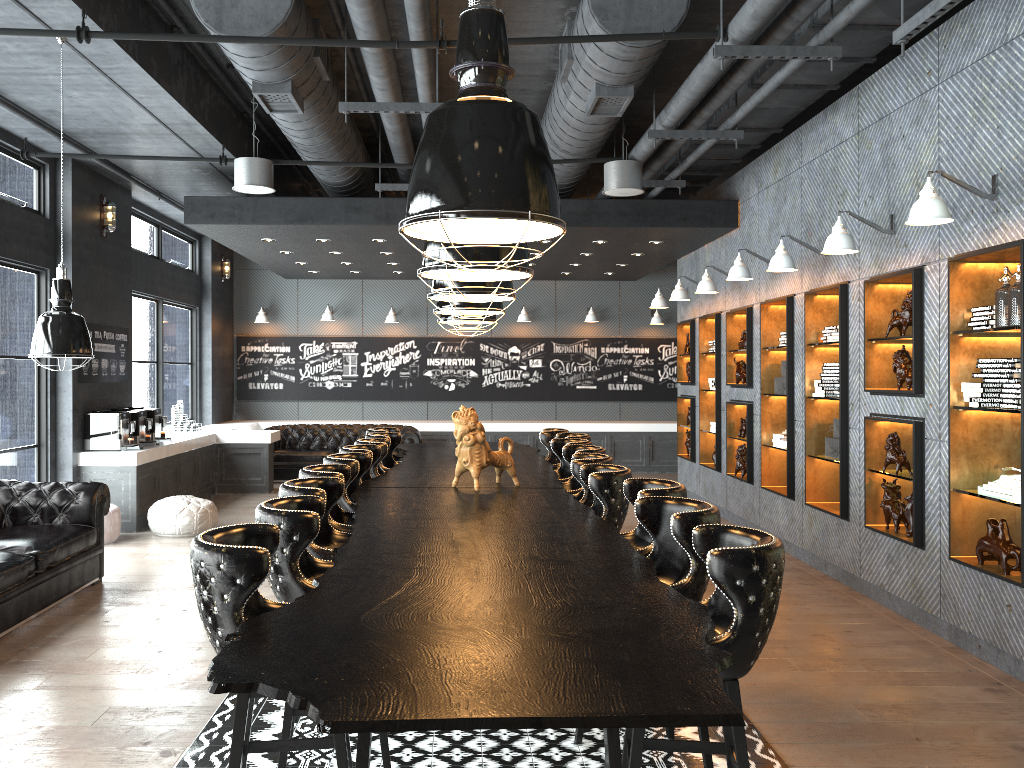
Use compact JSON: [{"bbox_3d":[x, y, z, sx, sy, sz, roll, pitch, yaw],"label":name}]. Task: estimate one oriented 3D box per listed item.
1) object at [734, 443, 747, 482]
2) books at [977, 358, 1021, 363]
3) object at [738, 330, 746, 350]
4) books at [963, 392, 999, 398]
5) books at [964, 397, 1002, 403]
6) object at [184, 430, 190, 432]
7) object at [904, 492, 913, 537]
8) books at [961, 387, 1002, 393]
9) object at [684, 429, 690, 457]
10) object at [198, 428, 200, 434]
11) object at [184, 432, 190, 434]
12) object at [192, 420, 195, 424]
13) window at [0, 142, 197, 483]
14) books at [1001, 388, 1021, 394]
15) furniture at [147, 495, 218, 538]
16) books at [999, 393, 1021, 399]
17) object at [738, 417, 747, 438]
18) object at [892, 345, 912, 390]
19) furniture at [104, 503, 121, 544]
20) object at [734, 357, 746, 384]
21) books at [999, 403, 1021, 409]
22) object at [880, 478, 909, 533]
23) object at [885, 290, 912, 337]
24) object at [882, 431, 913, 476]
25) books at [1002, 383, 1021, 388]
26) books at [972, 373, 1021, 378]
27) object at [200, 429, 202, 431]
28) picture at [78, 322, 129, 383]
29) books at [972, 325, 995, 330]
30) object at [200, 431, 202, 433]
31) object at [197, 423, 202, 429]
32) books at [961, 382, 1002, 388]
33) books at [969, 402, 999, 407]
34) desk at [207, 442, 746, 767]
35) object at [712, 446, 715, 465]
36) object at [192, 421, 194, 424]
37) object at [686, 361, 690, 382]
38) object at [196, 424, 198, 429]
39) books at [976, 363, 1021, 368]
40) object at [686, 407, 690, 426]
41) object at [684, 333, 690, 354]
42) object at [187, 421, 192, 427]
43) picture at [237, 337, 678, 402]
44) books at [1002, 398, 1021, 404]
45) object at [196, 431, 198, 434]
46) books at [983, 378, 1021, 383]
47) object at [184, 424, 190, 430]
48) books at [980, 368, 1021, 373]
[{"bbox_3d":[2.822,0.832,9.495,0.176,0.388,0.339,0,0,6],"label":"object"},{"bbox_3d":[3.032,-0.141,5.173,0.197,0.028,0.241,0,1,-31],"label":"books"},{"bbox_3d":[2.853,-0.467,9.491,0.139,0.222,0.277,0,0,-2],"label":"object"},{"bbox_3d":[3.006,0.055,5.281,0.245,0.028,0.193,0,1,-1],"label":"books"},{"bbox_3d":[2.973,0.084,5.250,0.242,0.028,0.196,0,1,19],"label":"books"},{"bbox_3d":[-3.864,0.651,11.645,0.073,0.073,0.074,0,0,17],"label":"object"},{"bbox_3d":[2.966,0.843,6.052,0.195,0.358,0.118,0,0,27],"label":"object"},{"bbox_3d":[2.997,0.027,5.281,0.247,0.028,0.192,0,1,-8],"label":"books"},{"bbox_3d":[2.811,0.786,11.692,0.171,0.362,0.267,0,0,-9],"label":"object"},{"bbox_3d":[-3.783,0.684,11.812,0.073,0.073,0.074,0,0,17],"label":"object"},{"bbox_3d":[-3.864,0.686,11.645,0.073,0.073,0.074,0,0,17],"label":"object"},{"bbox_3d":[-3.869,0.588,11.890,0.072,0.073,0.075,0,0,29],"label":"object"},{"bbox_3d":[-4.245,-0.229,3.320,0.120,3.729,20.763,0,1,-1],"label":"window"},{"bbox_3d":[3.051,0.029,4.999,0.193,0.028,0.246,0,1,4],"label":"books"},{"bbox_3d":[-3.031,1.388,8.984,0.680,0.383,0.678,0,0,-2],"label":"furniture"},{"bbox_3d":[3.041,0.058,4.997,0.193,0.028,0.245,0,1,0],"label":"books"},{"bbox_3d":[2.855,0.427,9.558,0.144,0.306,0.316,0,0,-6],"label":"object"},{"bbox_3d":[2.934,-0.103,6.132,0.158,0.338,0.242,0,0,3],"label":"object"},{"bbox_3d":[-3.795,1.406,8.450,0.618,0.420,0.606,0,0,-8],"label":"furniture"},{"bbox_3d":[2.836,-0.130,9.530,0.153,0.309,0.325,0,0,3],"label":"object"},{"bbox_3d":[3.031,0.114,4.977,0.194,0.028,0.245,0,1,-1],"label":"books"},{"bbox_3d":[2.929,0.844,6.309,0.169,0.359,0.265,0,0,-9],"label":"object"},{"bbox_3d":[2.939,-0.489,6.187,0.152,0.325,0.291,0,0,-4],"label":"object"},{"bbox_3d":[2.877,0.471,6.187,0.134,0.294,0.257,0,0,6],"label":"object"},{"bbox_3d":[3.051,0.001,4.978,0.194,0.028,0.245,0,1,-3],"label":"books"},{"bbox_3d":[2.990,-0.056,5.149,0.196,0.028,0.241,0,1,-26],"label":"books"},{"bbox_3d":[-3.785,0.649,11.895,0.072,0.073,0.075,0,0,29],"label":"object"},{"bbox_3d":[-4.148,-0.283,9.616,0.086,0.634,1.387,0,0,-1],"label":"picture"},{"bbox_3d":[3.037,-0.333,5.263,0.193,0.028,0.246,0,1,3],"label":"books"},{"bbox_3d":[-3.785,0.684,11.895,0.072,0.073,0.075,0,0,29],"label":"object"},{"bbox_3d":[-3.785,0.622,11.895,0.072,0.073,0.075,0,0,29],"label":"object"},{"bbox_3d":[2.996,-0.001,5.281,0.246,0.028,0.193,0,1,-5],"label":"books"},{"bbox_3d":[3.023,0.112,5.273,0.243,0.028,0.195,0,1,13],"label":"books"},{"bbox_3d":[-0.055,1.136,5.626,1.434,0.927,7.583,0,1,-1],"label":"desk"},{"bbox_3d":[2.939,0.853,10.601,0.311,0.251,0.158,0,0,13],"label":"object"},{"bbox_3d":[-3.867,0.588,11.807,0.073,0.073,0.074,0,0,17],"label":"object"},{"bbox_3d":[2.813,-0.151,11.655,0.154,0.329,0.236,0,0,3],"label":"object"},{"bbox_3d":[-3.781,0.624,11.732,0.073,0.073,0.074,0,0,17],"label":"object"},{"bbox_3d":[3.026,-0.113,5.172,0.196,0.028,0.242,0,1,-22],"label":"books"},{"bbox_3d":[2.861,0.432,11.714,0.257,0.249,0.124,0,0,-28],"label":"object"},{"bbox_3d":[2.778,-0.523,11.675,0.097,0.290,0.289,0,0,-3],"label":"object"},{"bbox_3d":[-3.866,0.589,11.727,0.073,0.073,0.074,0,0,17],"label":"object"},{"bbox_3d":[2.081,-0.228,15.585,12.484,1.103,0.199,0,0,-3],"label":"picture"},{"bbox_3d":[3.031,0.086,4.978,0.192,0.028,0.247,0,1,11],"label":"books"},{"bbox_3d":[-3.782,0.685,11.732,0.073,0.073,0.074,0,0,17],"label":"object"},{"bbox_3d":[3.047,-0.028,5.142,0.196,0.028,0.242,0,1,-19],"label":"books"},{"bbox_3d":[-3.864,0.625,11.645,0.073,0.073,0.074,0,0,17],"label":"object"},{"bbox_3d":[3.033,-0.084,5.142,0.197,0.028,0.241,-1,1,-32],"label":"books"}]
